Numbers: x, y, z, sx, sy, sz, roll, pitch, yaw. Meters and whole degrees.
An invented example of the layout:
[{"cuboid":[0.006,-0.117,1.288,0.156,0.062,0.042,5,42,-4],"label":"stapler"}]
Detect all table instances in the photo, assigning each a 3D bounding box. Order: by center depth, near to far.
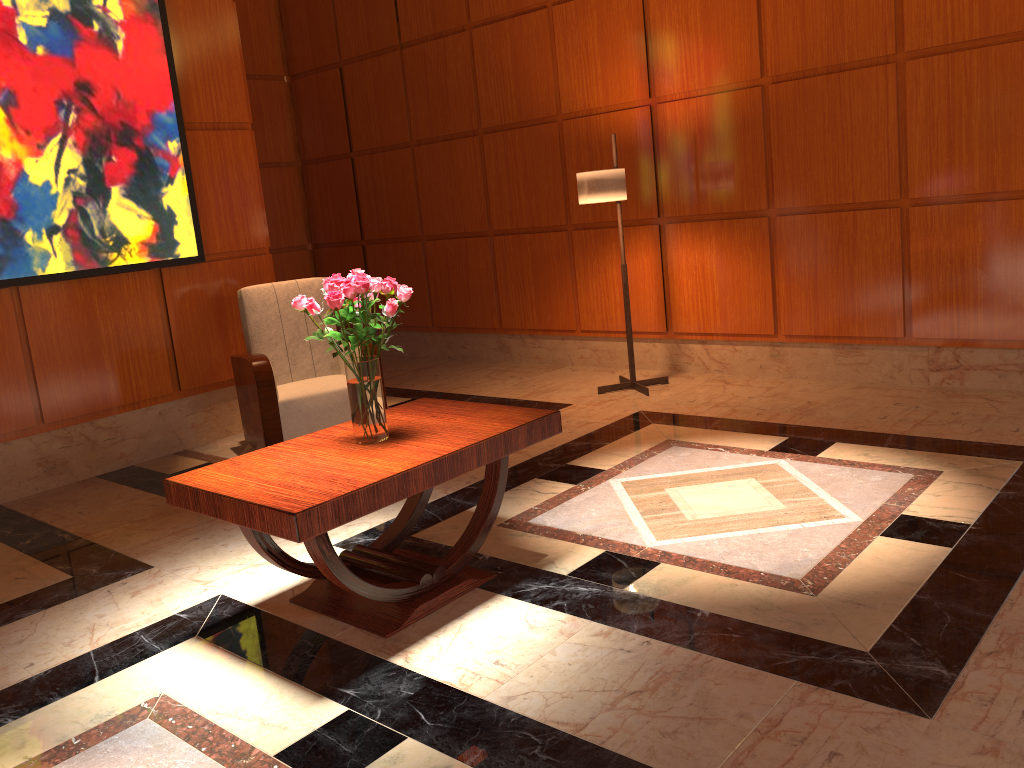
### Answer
[{"cuboid":[-0.447,0.462,3.086,0.725,0.530,1.174,4,15,41],"label":"table"}]

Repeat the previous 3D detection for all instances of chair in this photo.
[{"cuboid":[-1.228,-0.126,5.254,0.740,0.955,0.631,-11,11,-29],"label":"chair"}]

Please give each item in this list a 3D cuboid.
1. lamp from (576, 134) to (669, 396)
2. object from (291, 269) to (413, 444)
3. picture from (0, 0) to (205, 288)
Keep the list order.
[{"cuboid":[0.682,-0.756,5.675,0.360,1.650,0.530,0,11,32],"label":"lamp"},{"cuboid":[-0.517,-0.095,3.025,0.351,0.592,0.328,-11,11,-27],"label":"object"},{"cuboid":[-2.633,-1.379,4.563,0.056,1.725,2.008,2,13,41],"label":"picture"}]
